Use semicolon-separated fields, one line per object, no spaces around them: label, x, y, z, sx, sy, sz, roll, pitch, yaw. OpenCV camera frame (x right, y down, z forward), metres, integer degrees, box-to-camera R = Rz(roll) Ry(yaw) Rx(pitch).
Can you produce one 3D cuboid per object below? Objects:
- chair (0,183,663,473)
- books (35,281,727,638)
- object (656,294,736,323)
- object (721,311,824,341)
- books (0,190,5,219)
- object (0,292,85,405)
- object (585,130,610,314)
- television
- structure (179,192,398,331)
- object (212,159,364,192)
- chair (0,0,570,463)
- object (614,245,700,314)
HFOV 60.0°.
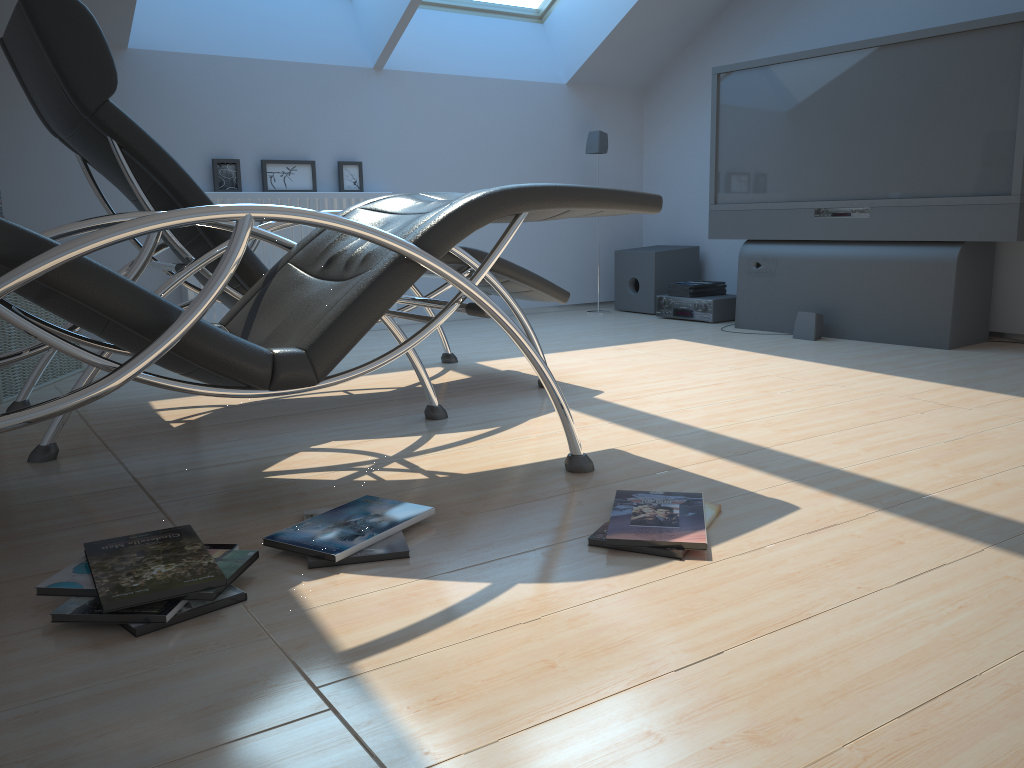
chair;-0.634;-0.224;2.111;2.114;0.953;0.836;-8;13;-33
books;0.580;-0.112;3.390;1.045;0.222;4.790;4;12;24
object;1.177;-0.479;5.500;0.358;0.138;0.450;-9;13;-37
object;1.353;-0.385;5.005;0.394;0.141;1.163;-2;11;-4
books;-2.147;-0.641;3.568;0.149;0.300;0.149;4;12;27
object;-2.259;-0.232;3.538;0.744;0.518;0.745;-2;11;-3
object;0.570;-1.057;5.850;0.158;1.181;0.160;-8;13;-33
television;1.778;-0.971;4.542;0.400;1.446;1.686;-9;13;-37
structure;-1.170;-0.671;4.996;1.324;0.800;0.120;-8;13;-33
object;-1.223;-1.146;4.912;0.846;0.180;0.030;-8;13;-33
chair;-0.745;-0.568;3.160;1.938;1.251;0.836;-8;13;-33
object;0.971;-0.711;5.966;0.401;0.424;0.400;-8;13;-33
